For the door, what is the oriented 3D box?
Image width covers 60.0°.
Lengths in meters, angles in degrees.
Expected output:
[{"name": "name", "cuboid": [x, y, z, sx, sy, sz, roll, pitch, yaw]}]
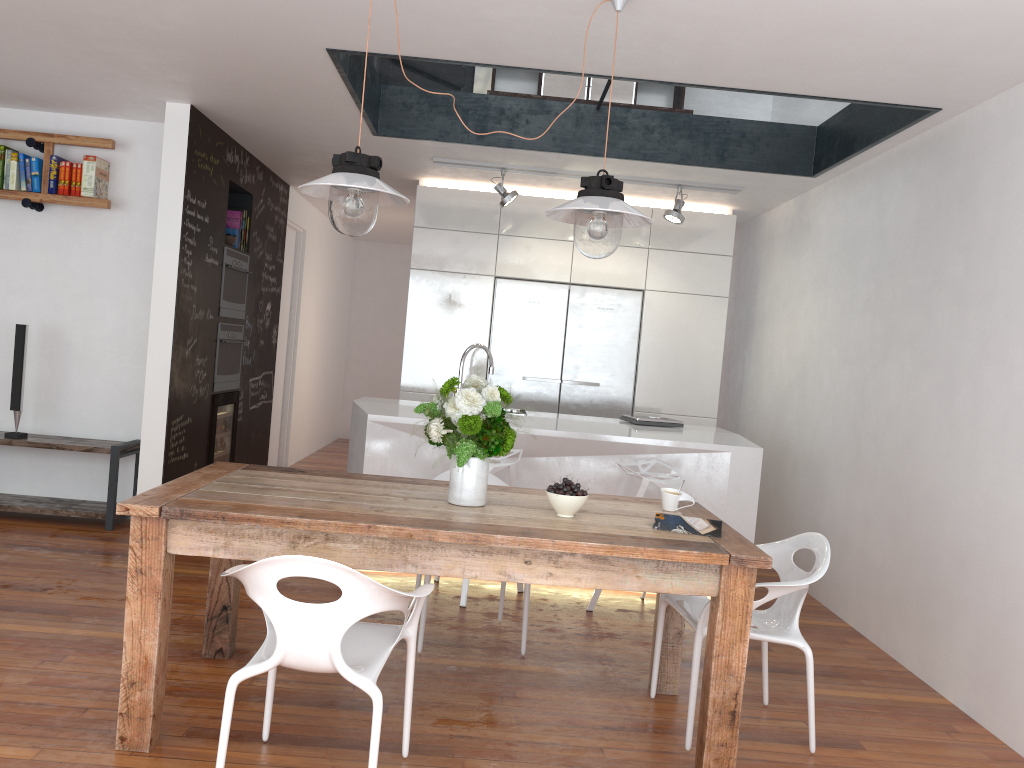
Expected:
[{"name": "door", "cuboid": [-2.092, -0.316, 7.945, 0.120, 2.236, 0.823, 5, 2, -2]}]

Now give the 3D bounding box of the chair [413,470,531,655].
[{"name": "chair", "cuboid": [-0.183, 0.755, 3.905, 0.577, 0.710, 0.505, 5, 2, -12]}]

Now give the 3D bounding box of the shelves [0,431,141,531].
[{"name": "shelves", "cuboid": [-4.088, 0.461, 5.421, 3.473, 0.506, 0.414, 5, 2, -2]}]

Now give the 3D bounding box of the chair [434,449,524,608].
[{"name": "chair", "cuboid": [-0.176, 0.710, 4.546, 0.492, 0.765, 0.428, 5, 2, 8]}]

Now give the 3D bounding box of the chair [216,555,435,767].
[{"name": "chair", "cuboid": [-0.528, 0.774, 2.467, 0.577, 0.710, 0.505, 5, 2, 3]}]

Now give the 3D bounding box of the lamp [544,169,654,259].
[{"name": "lamp", "cuboid": [0.297, -0.578, 3.022, 0.372, 0.306, 0.372, 3, 3, -40]}]

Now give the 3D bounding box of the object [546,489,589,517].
[{"name": "object", "cuboid": [0.182, 0.402, 2.970, 0.146, 0.079, 0.146, 5, 2, 7]}]

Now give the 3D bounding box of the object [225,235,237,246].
[{"name": "object", "cuboid": [-1.951, -0.975, 6.068, 0.132, 0.069, 0.132, 6, 2, 32]}]

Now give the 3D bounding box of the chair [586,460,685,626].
[{"name": "chair", "cuboid": [0.725, 0.792, 4.499, 0.428, 0.765, 0.492, 7, 3, 43]}]

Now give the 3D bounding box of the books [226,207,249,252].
[{"name": "books", "cuboid": [-2.024, -1.108, 6.348, 0.230, 0.303, 0.152, 5, 2, -2]}]

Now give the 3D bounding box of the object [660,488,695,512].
[{"name": "object", "cuboid": [0.607, 0.430, 3.271, 0.127, 0.078, 0.082, 5, 2, 4]}]

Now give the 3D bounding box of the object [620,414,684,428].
[{"name": "object", "cuboid": [0.853, 0.224, 5.440, 0.298, 0.036, 0.325, 5, 2, -12]}]

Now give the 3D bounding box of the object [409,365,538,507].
[{"name": "object", "cuboid": [-0.155, 0.169, 3.056, 0.371, 0.476, 0.432, 7, 3, 40]}]

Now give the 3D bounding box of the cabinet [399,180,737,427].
[{"name": "cabinet", "cuboid": [0.373, -0.203, 7.122, 2.404, 2.506, 0.946, 5, 2, -2]}]

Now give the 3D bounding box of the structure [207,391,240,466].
[{"name": "structure", "cuboid": [-1.994, 0.443, 6.192, 0.081, 0.763, 0.582, 5, 2, -2]}]

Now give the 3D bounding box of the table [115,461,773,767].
[{"name": "table", "cuboid": [-0.231, 0.771, 3.052, 1.910, 0.735, 0.969, 5, 2, -1]}]

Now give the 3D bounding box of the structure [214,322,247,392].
[{"name": "structure", "cuboid": [-1.946, -0.187, 6.171, 0.052, 0.462, 0.585, 5, 2, -2]}]

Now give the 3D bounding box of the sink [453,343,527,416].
[{"name": "sink", "cuboid": [-0.150, 0.042, 5.452, 0.492, 0.570, 0.459, 5, 2, -2]}]

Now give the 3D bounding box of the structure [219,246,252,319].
[{"name": "structure", "cuboid": [-1.902, -0.687, 6.154, 0.052, 0.462, 0.585, 5, 2, -2]}]

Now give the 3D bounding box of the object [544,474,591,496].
[{"name": "object", "cuboid": [0.187, 0.352, 2.968, 0.159, 0.095, 0.141, 5, 2, -16]}]

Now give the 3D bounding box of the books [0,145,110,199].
[{"name": "books", "cuboid": [-2.531, -2.135, 5.698, 5.671, 1.974, 0.733, 5, 2, -12]}]

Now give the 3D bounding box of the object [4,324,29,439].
[{"name": "object", "cuboid": [-2.975, -0.016, 5.363, 0.089, 0.687, 0.089, 5, 2, 8]}]

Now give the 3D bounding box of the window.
[{"name": "window", "cuboid": [0.555, -1.652, 4.638, 2.700, 0.035, 1.546, 5, 2, -2]}]

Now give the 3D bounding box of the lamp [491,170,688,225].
[{"name": "lamp", "cuboid": [0.512, -1.251, 5.944, 1.324, 0.254, 0.154, 5, 2, -1]}]

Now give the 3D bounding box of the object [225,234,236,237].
[{"name": "object", "cuboid": [-1.939, -1.008, 6.068, 0.077, 0.042, 0.116, 5, 2, 12]}]

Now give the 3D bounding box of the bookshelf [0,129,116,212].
[{"name": "bookshelf", "cuboid": [-3.946, -1.396, 5.450, 2.983, 0.465, 0.161, 5, 2, -2]}]

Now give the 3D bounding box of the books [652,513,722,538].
[{"name": "books", "cuboid": [0.592, 0.461, 2.976, 0.218, 0.035, 0.267, 6, 2, 13]}]

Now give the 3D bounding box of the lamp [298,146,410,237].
[{"name": "lamp", "cuboid": [-0.532, -0.651, 3.000, 0.372, 0.306, 0.372, 5, 2, -7]}]

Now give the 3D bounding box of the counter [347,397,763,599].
[{"name": "counter", "cuboid": [0.166, 0.647, 5.233, 2.289, 0.903, 0.956, 5, 2, -2]}]

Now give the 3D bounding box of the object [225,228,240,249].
[{"name": "object", "cuboid": [-1.989, -1.017, 6.209, 0.136, 0.136, 0.110, 5, 2, -9]}]

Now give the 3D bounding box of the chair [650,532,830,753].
[{"name": "chair", "cuboid": [0.828, 0.871, 3.168, 0.505, 0.710, 0.577, 5, 2, -7]}]

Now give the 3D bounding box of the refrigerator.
[{"name": "refrigerator", "cuboid": [0.354, 0.153, 6.678, 1.119, 1.811, 0.142, 5, 2, -2]}]
